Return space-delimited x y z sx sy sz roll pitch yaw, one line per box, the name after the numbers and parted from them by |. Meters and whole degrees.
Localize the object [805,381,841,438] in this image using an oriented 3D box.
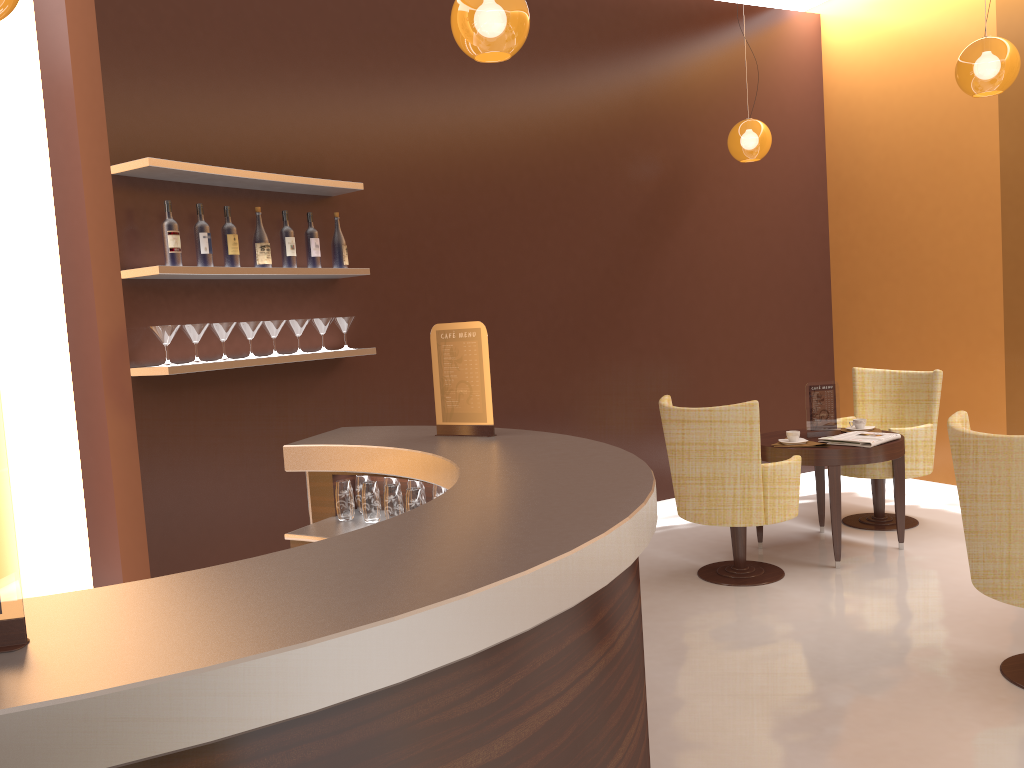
1.883 0.152 5.369 0.209 0.335 0.042 -4 4 -3 | object

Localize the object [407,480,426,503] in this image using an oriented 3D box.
-0.341 0.413 3.169 0.067 0.148 0.067 0 6 41 | object

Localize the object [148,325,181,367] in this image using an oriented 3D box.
-1.507 -0.167 3.866 0.137 0.174 0.137 -1 5 29 | object

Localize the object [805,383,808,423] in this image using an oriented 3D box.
2.373 0.183 4.501 0.187 0.335 2.090 -6 5 -29 | object

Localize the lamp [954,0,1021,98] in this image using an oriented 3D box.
2.392 -2.233 4.497 0.299 1.500 0.299 -2 4 17 | lamp

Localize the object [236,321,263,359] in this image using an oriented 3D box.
-1.255 -0.210 4.254 0.137 0.174 0.137 0 5 39 | object

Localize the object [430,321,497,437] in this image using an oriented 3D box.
-0.184 -0.017 3.233 0.258 0.414 0.052 -1 5 33 | object

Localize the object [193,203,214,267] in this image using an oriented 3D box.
-1.405 -0.669 4.027 0.073 0.297 0.073 -3 4 12 | object

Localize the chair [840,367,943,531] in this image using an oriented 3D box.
2.472 0.413 5.908 0.685 1.017 0.729 -6 5 -26 | chair

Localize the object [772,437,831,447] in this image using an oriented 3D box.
1.624 0.342 5.155 0.239 0.021 0.464 -5 4 -12 | object

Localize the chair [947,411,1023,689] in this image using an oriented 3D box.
2.070 0.626 3.363 0.685 1.017 0.729 -4 4 -9 | chair

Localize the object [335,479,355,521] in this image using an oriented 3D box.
-0.611 0.426 3.236 0.067 0.148 0.067 -4 4 0 | object

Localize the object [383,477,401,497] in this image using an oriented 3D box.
-0.439 0.413 3.261 0.067 0.148 0.067 -5 4 -21 | object

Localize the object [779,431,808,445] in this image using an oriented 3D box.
1.637 0.312 5.164 0.153 0.069 0.153 -4 4 1 | object

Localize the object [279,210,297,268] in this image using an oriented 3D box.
-1.124 -0.718 4.439 0.073 0.297 0.073 -3 4 12 | object

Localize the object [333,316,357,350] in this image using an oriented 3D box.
-0.894 -0.270 4.745 0.137 0.174 0.137 0 5 39 | object

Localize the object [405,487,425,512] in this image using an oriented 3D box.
-0.325 0.425 2.985 0.067 0.148 0.067 -7 5 -39 | object

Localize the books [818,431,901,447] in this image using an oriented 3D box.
2.005 0.315 5.101 0.367 0.035 0.345 -7 5 -35 | books

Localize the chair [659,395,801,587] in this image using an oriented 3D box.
1.215 0.568 4.935 0.685 1.017 0.729 -6 5 -29 | chair

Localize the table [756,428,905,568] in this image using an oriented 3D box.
1.905 0.661 5.357 0.872 0.679 0.874 -3 4 11 | table

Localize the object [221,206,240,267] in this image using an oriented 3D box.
-1.323 -0.684 4.159 0.073 0.297 0.073 -6 5 -28 | object

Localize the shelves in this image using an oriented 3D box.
-1.857 -0.387 2.678 0.586 0.902 4.744 -2 5 22 | shelves

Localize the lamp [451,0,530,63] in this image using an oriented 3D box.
-0.122 -1.978 3.291 0.299 1.500 0.299 -4 4 -8 | lamp

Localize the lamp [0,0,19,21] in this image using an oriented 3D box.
-1.649 -1.823 2.559 0.299 1.500 0.299 -4 4 -8 | lamp

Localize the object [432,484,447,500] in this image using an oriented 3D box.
-0.241 0.414 3.061 0.067 0.148 0.067 -4 4 -8 | object

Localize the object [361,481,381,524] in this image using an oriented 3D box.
-0.503 0.424 3.168 0.067 0.148 0.067 -5 4 -21 | object

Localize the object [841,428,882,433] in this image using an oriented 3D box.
2.177 0.281 5.497 0.239 0.021 0.464 -6 5 -29 | object

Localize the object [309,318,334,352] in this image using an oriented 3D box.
-0.988 -0.255 4.622 0.137 0.174 0.137 -4 4 -1 | object

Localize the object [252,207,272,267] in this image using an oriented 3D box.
-1.224 -0.707 4.315 0.086 0.303 0.086 -8 6 -42 | object

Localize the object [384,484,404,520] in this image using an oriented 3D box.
-0.411 0.424 3.080 0.067 0.148 0.067 -5 4 -18 | object

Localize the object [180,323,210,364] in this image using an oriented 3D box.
-1.425 -0.182 3.997 0.137 0.174 0.137 -1 5 29 | object

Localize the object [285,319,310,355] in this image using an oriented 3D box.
-1.084 -0.239 4.498 0.137 0.174 0.137 0 5 39 | object

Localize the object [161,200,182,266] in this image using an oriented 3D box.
-1.493 -0.652 3.881 0.073 0.297 0.073 -3 4 12 | object

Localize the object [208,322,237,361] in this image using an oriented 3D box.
-1.344 -0.197 4.128 0.137 0.174 0.137 0 5 39 | object

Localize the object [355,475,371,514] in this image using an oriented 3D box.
-0.556 0.415 3.335 0.067 0.148 0.067 -6 5 -26 | object

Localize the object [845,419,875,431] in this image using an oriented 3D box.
2.156 0.253 5.493 0.153 0.069 0.153 -8 6 -42 | object

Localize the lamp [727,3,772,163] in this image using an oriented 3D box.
1.609 -2.300 6.116 0.299 1.500 0.299 -6 5 -25 | lamp

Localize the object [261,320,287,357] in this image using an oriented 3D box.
-1.174 -0.224 4.375 0.137 0.174 0.137 0 5 39 | object

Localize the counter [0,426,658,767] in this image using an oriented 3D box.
-0.423 0.834 2.220 1.586 1.100 2.917 -2 4 19 | counter

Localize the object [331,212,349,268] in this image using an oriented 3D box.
-0.920 -0.756 4.702 0.086 0.303 0.086 -5 4 -11 | object

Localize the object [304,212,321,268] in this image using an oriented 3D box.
-1.029 -0.733 4.565 0.073 0.297 0.073 -3 4 12 | object

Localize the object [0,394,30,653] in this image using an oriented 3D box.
-0.827 0.174 1.217 0.258 0.414 0.052 -5 4 -12 | object
